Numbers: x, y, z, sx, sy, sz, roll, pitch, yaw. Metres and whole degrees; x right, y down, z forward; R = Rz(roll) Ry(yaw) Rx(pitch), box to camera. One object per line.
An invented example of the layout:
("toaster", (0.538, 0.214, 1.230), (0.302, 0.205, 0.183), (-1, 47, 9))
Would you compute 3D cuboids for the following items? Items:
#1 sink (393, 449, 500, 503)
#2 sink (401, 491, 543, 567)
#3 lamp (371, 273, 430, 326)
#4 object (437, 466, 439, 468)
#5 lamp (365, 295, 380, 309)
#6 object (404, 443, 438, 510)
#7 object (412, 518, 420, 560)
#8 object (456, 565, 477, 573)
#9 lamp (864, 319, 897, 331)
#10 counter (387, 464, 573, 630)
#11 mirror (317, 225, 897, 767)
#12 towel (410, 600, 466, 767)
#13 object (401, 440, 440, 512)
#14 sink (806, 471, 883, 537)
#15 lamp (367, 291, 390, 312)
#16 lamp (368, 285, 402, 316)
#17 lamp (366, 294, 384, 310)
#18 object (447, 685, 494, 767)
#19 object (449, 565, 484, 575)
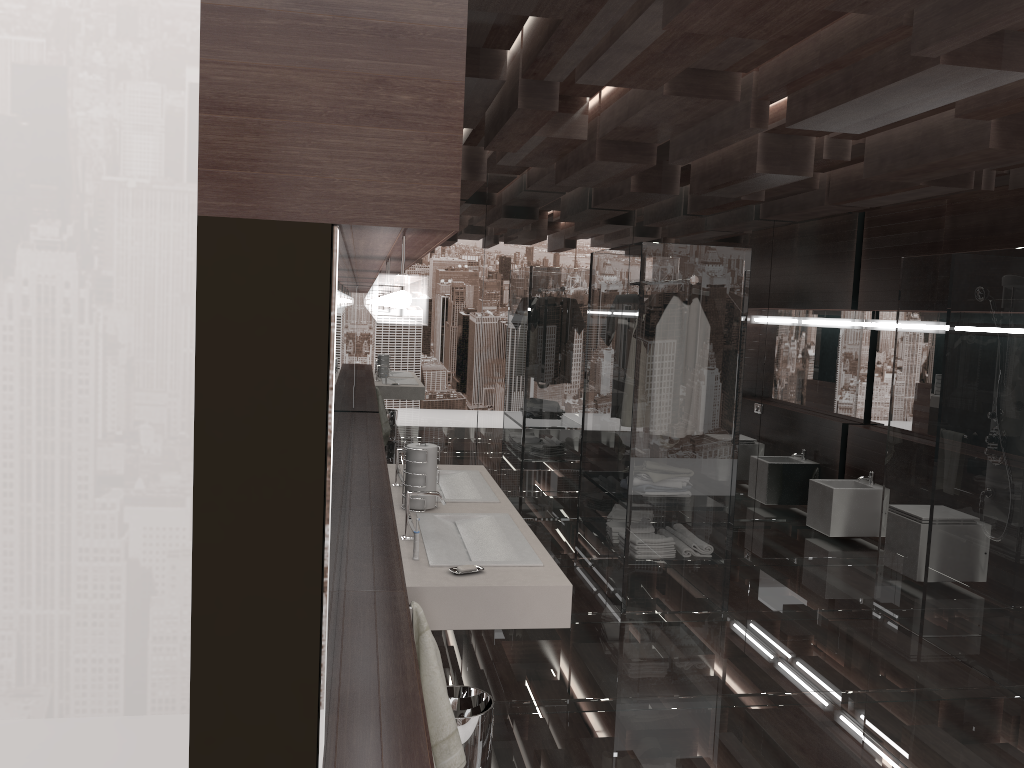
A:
("sink", (-0.315, 0.389, 3.960), (0.427, 0.193, 0.681), (2, 5, -10))
("sink", (-0.166, 0.470, 3.077), (0.427, 0.193, 0.681), (2, 5, -10))
("lamp", (-0.253, -0.179, 1.894), (0.082, 0.082, 0.950), (2, 5, -10))
("object", (-0.412, 0.412, 4.355), (0.108, 0.011, 0.065), (4, 5, 11))
("lamp", (-0.933, -0.548, 5.915), (0.082, 0.082, 0.950), (2, 5, -10))
("object", (-0.359, 0.363, 3.498), (0.124, 0.246, 0.128), (0, 5, -28))
("object", (-0.301, 0.488, 2.792), (0.022, 0.132, 0.022), (0, 5, -28))
("object", (-0.137, 0.558, 2.685), (0.066, 0.016, 0.035), (-1, 6, -33))
("lamp", (2.918, -0.429, 6.578), (0.082, 0.082, 0.950), (2, 5, -10))
("counter", (-0.227, 0.561, 3.533), (0.488, 0.131, 1.954), (2, 5, -10))
("mirror", (1.309, 0.041, 4.268), (4.126, 0.916, 5.081), (2, 5, -10))
("towel", (-0.213, 0.941, 2.452), (0.156, 0.678, 0.368), (2, 5, -10))
("object", (-0.366, 0.360, 3.502), (0.136, 0.261, 0.145), (6, 6, 34))
("sink", (2.528, 0.880, 6.657), (0.469, 0.456, 0.357), (2, 5, -10))
("lamp", (-0.593, -0.364, 3.905), (0.082, 0.082, 0.950), (2, 5, -10))
("lamp", (-0.423, -0.271, 2.896), (0.082, 0.082, 0.950), (2, 5, -10))
("lamp", (-0.766, -0.457, 4.924), (0.082, 0.082, 0.950), (2, 5, -10))
("object", (-0.183, 1.181, 2.822), (0.237, 0.358, 0.237), (5, 5, 22))
("object", (-0.138, 0.565, 2.685), (0.108, 0.011, 0.065), (0, 6, -31))
